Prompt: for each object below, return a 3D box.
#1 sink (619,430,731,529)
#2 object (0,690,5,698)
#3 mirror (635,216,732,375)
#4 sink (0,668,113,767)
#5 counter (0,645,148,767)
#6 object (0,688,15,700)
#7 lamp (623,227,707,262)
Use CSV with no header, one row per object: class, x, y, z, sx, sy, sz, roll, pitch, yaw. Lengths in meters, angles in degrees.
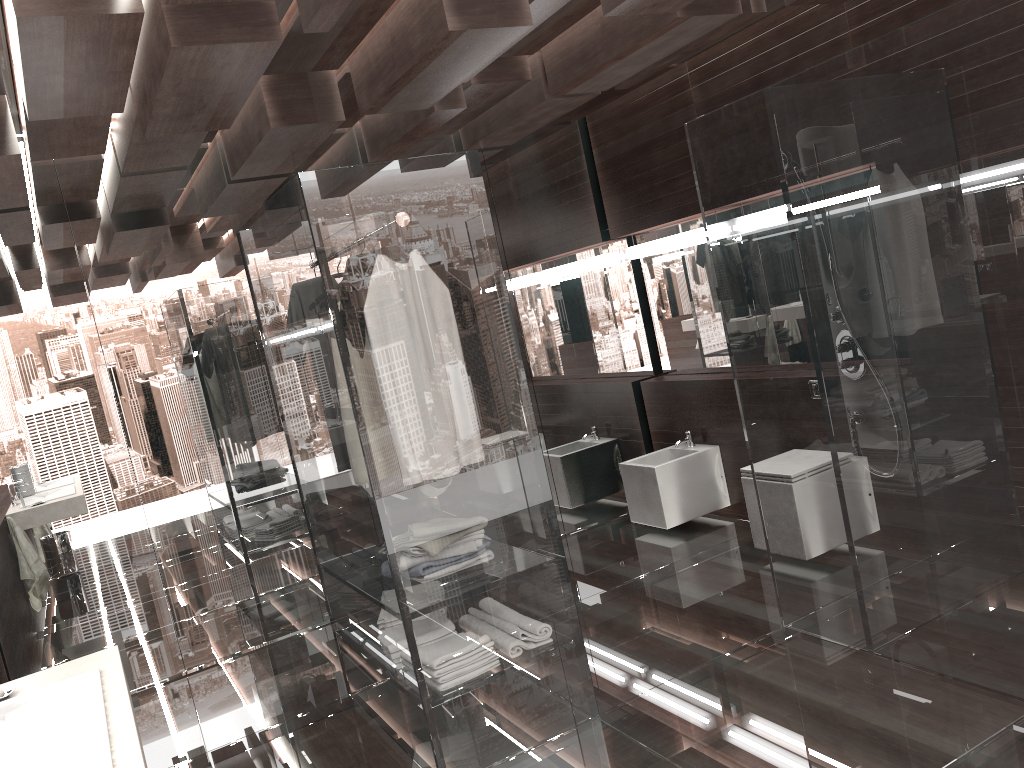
sink,0.939,0.539,5.179,0.469,0.456,0.357,-15,6,-26
object,-1.252,0.749,2.126,0.066,0.016,0.035,-13,5,-7
mirror,0.252,-0.075,2.525,4.126,0.916,5.081,-15,6,-26
sink,-1.057,0.684,1.775,0.427,0.193,0.681,-15,6,-26
counter,-0.809,0.800,1.395,0.488,0.131,1.954,-15,6,-26
object,-1.251,0.756,2.127,0.108,0.011,0.065,-13,5,-5
lamp,0.955,-0.829,5.186,0.082,0.082,0.950,-15,6,-26
